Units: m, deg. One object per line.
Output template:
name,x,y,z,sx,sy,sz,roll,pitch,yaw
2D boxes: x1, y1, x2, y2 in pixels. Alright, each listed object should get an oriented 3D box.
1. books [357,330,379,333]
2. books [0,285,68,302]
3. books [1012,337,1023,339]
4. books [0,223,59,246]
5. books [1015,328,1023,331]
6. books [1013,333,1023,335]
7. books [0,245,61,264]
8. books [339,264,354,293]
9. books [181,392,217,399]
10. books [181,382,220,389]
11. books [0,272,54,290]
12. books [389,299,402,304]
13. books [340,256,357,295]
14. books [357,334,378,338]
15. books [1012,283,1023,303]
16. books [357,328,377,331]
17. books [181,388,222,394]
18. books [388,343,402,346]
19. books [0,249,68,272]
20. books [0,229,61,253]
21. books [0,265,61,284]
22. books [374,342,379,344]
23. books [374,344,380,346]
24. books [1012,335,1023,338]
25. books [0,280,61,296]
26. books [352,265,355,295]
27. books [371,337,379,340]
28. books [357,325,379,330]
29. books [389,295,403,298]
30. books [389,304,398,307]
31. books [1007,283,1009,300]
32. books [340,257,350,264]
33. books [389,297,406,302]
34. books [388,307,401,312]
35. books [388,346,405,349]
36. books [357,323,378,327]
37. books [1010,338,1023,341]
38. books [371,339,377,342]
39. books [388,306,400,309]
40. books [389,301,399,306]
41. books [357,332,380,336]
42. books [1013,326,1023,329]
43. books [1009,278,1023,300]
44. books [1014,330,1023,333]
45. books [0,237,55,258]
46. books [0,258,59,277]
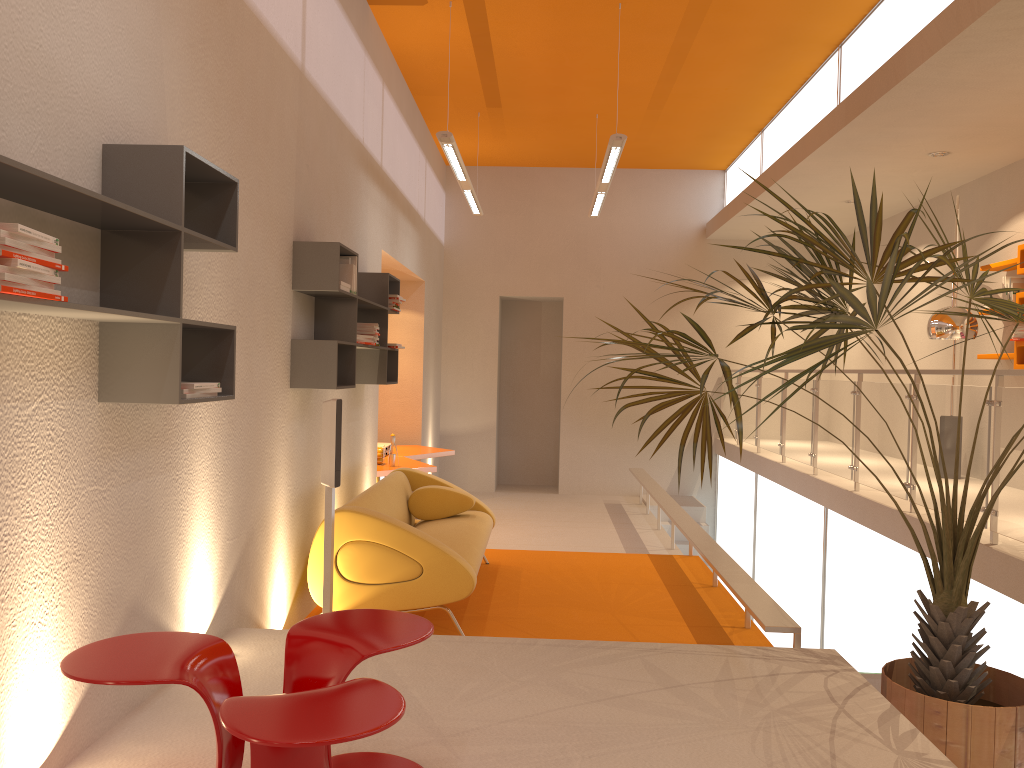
books,-0.988,-0.343,5.829,0.190,0.011,0.268,1,1,-1
books,-1.132,-0.197,1.914,0.210,0.013,0.297,1,1,-3
books,3.819,-0.336,6.478,0.190,0.011,0.268,1,1,4
books,-1.138,-0.324,1.908,0.230,0.017,0.227,1,1,-8
books,3.834,-0.396,6.474,0.254,0.015,0.190,2,1,9
books,3.816,-0.365,6.480,0.190,0.015,0.254,1,1,4
books,-1.131,-0.280,1.908,0.190,0.011,0.268,1,1,-1
books,-1.027,-0.605,5.091,0.230,0.169,0.023,1,1,2
books,-1.117,0.035,2.934,0.190,0.015,0.254,1,1,3
books,-1.125,0.003,2.946,0.230,0.017,0.227,1,1,2
books,-1.130,-0.222,1.899,0.190,0.015,0.254,1,1,-7
books,-0.932,-0.606,6.506,0.230,0.017,0.226,1,1,-3
books,-1.025,-0.636,5.195,0.230,0.227,0.017,1,1,2
books,-0.997,-0.317,5.830,0.230,0.017,0.226,1,1,-8
books,3.867,-0.672,6.647,0.230,0.169,0.023,1,1,2
books,-0.986,-0.356,5.819,0.190,0.015,0.254,1,1,-7
books,-1.113,0.020,2.941,0.190,0.015,0.254,2,1,9
books,-0.940,-0.288,6.505,0.226,0.017,0.230,1,1,2
books,-1.131,-0.268,1.912,0.210,0.013,0.297,1,1,-3
books,-1.126,-0.308,1.906,0.190,0.015,0.254,1,1,-1
books,-1.127,-0.237,1.907,0.190,0.015,0.254,1,1,-1
books,-0.990,-0.272,5.830,0.190,0.011,0.268,1,1,-1
books,-0.990,-0.260,5.834,0.210,0.013,0.297,1,1,-3
books,3.819,-0.350,6.488,0.190,0.015,0.254,1,1,-2
books,-1.132,-0.209,1.909,0.190,0.011,0.268,1,1,-1
books,-1.027,-0.607,5.145,0.230,0.169,0.027,1,1,2
books,-0.985,-0.300,5.828,0.190,0.015,0.254,1,1,-1
books,-0.983,-0.372,5.827,0.190,0.015,0.254,1,1,-1
books,-0.931,-0.638,6.491,0.226,0.017,0.230,1,1,2
books,-0.942,-0.575,6.518,0.190,0.015,0.254,1,1,-2
books,3.867,-0.673,6.702,0.230,0.169,0.027,1,1,2
books,-1.040,-0.627,5.121,0.207,0.210,0.021,1,1,2
books,-0.927,-0.622,6.504,0.254,0.015,0.190,2,1,9
books,-0.943,-0.549,6.504,0.210,0.013,0.297,1,1,2
books,-0.935,-0.272,6.517,0.254,0.015,0.190,2,1,9
books,-0.996,-0.388,5.829,0.230,0.017,0.226,1,1,-8
books,3.818,-0.324,6.475,0.210,0.013,0.297,1,1,2
books,-0.987,-0.285,5.820,0.190,0.015,0.254,1,1,-7
books,-0.942,-0.562,6.508,0.190,0.011,0.268,1,1,4
books,-0.945,-0.590,6.510,0.190,0.015,0.254,1,1,4
books,-0.988,-0.331,5.833,0.210,0.013,0.297,1,1,-3
books,3.830,-0.412,6.461,0.226,0.017,0.230,1,1,2
books,3.854,-0.693,6.678,0.207,0.210,0.021,1,1,2
books,3.829,-0.380,6.476,0.230,0.017,0.227,1,1,-3
books,-1.128,-0.293,1.898,0.190,0.015,0.254,1,1,-7
books,-1.140,-0.253,1.909,0.230,0.017,0.227,1,1,-8
